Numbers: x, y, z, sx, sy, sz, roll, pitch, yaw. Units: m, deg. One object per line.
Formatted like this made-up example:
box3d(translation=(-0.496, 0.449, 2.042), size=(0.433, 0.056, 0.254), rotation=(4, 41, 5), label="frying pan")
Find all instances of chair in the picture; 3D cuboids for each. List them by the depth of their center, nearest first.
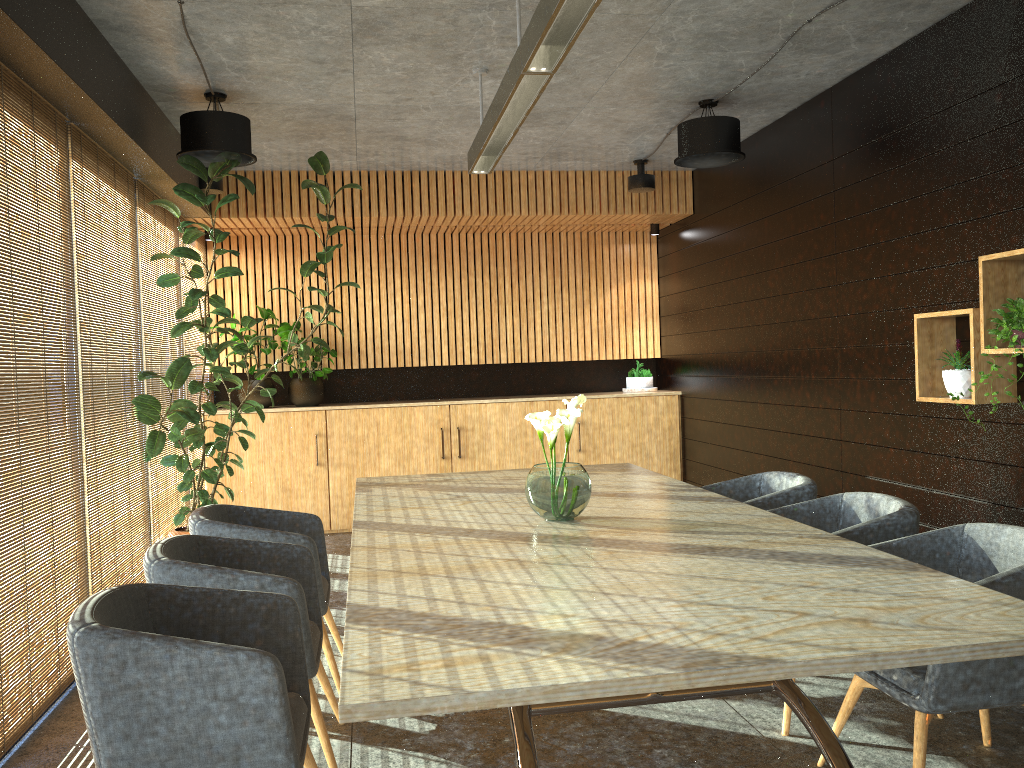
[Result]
box3d(translation=(-0.959, 1.119, 2.812), size=(0.761, 0.944, 0.706), rotation=(-2, 1, -9), label="chair")
box3d(translation=(1.605, 1.017, 3.236), size=(0.761, 0.944, 0.706), rotation=(-2, 1, -9), label="chair")
box3d(translation=(-1.106, 1.106, 3.699), size=(0.761, 0.944, 0.706), rotation=(-2, 1, -9), label="chair")
box3d(translation=(1.458, 1.004, 4.124), size=(0.761, 0.944, 0.706), rotation=(-2, 1, -9), label="chair")
box3d(translation=(-1.254, 1.092, 4.586), size=(0.761, 0.944, 0.706), rotation=(-2, 1, -9), label="chair")
box3d(translation=(1.310, 0.990, 5.011), size=(0.761, 0.944, 0.706), rotation=(-2, 1, -9), label="chair")

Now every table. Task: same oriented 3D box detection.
box3d(translation=(0.233, 1.060, 3.921), size=(1.816, 0.927, 3.932), rotation=(-2, 1, -9), label="table")

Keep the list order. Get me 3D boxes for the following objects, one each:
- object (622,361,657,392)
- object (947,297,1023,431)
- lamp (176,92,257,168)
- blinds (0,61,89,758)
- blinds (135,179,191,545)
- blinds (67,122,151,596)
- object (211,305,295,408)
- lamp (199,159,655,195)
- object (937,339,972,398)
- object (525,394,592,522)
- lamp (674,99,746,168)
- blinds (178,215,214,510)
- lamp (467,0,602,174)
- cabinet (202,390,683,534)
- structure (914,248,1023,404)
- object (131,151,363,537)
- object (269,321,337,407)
box3d(translation=(1.415, -0.087, 9.846), size=(0.384, 0.347, 0.384), rotation=(-2, 1, 13), label="object")
box3d(translation=(2.378, -0.096, 4.250), size=(0.401, 0.633, 0.445), rotation=(-3, 1, -29), label="object")
box3d(translation=(-1.985, -1.719, 5.944), size=(0.513, 0.497, 0.513), rotation=(-3, 2, -39), label="lamp")
box3d(translation=(-2.309, 0.052, 4.262), size=(0.039, 3.038, 1.422), rotation=(-2, 1, -9), label="blinds")
box3d(translation=(-2.795, 0.008, 7.183), size=(0.039, 3.038, 1.422), rotation=(-2, 1, -9), label="blinds")
box3d(translation=(-2.550, 0.031, 5.710), size=(0.039, 3.038, 1.422), rotation=(-2, 1, -9), label="blinds")
box3d(translation=(-2.662, -0.276, 9.006), size=(0.666, 1.054, 0.640), rotation=(-1, 1, 32), label="object")
box3d(translation=(-0.717, -1.896, 8.033), size=(4.179, 0.294, 0.257), rotation=(-2, 1, -9), label="lamp")
box3d(translation=(2.404, -0.085, 4.760), size=(0.241, 0.318, 0.226), rotation=(-3, 1, -35), label="object")
box3d(translation=(0.199, 0.324, 3.926), size=(0.295, 0.546, 0.322), rotation=(-2, 1, 0), label="object")
box3d(translation=(1.444, -1.855, 6.511), size=(0.513, 0.497, 0.513), rotation=(-2, 1, 20), label="lamp")
box3d(translation=(-3.035, -0.013, 8.632), size=(0.039, 3.038, 1.422), rotation=(-2, 1, -9), label="blinds")
box3d(translation=(0.103, -1.665, 3.871), size=(0.151, 0.618, 4.009), rotation=(-2, 1, -9), label="lamp")
box3d(translation=(-0.687, 0.807, 9.438), size=(4.954, 1.272, 1.006), rotation=(-2, 1, -9), label="cabinet")
box3d(translation=(2.569, -0.269, 3.955), size=(0.242, 1.130, 2.172), rotation=(-2, 1, -9), label="structure")
box3d(translation=(-2.273, -0.079, 6.725), size=(1.958, 3.266, 1.875), rotation=(-1, 1, 29), label="object")
box3d(translation=(-2.150, -0.208, 9.077), size=(0.679, 0.880, 0.512), rotation=(-2, 1, -6), label="object")
